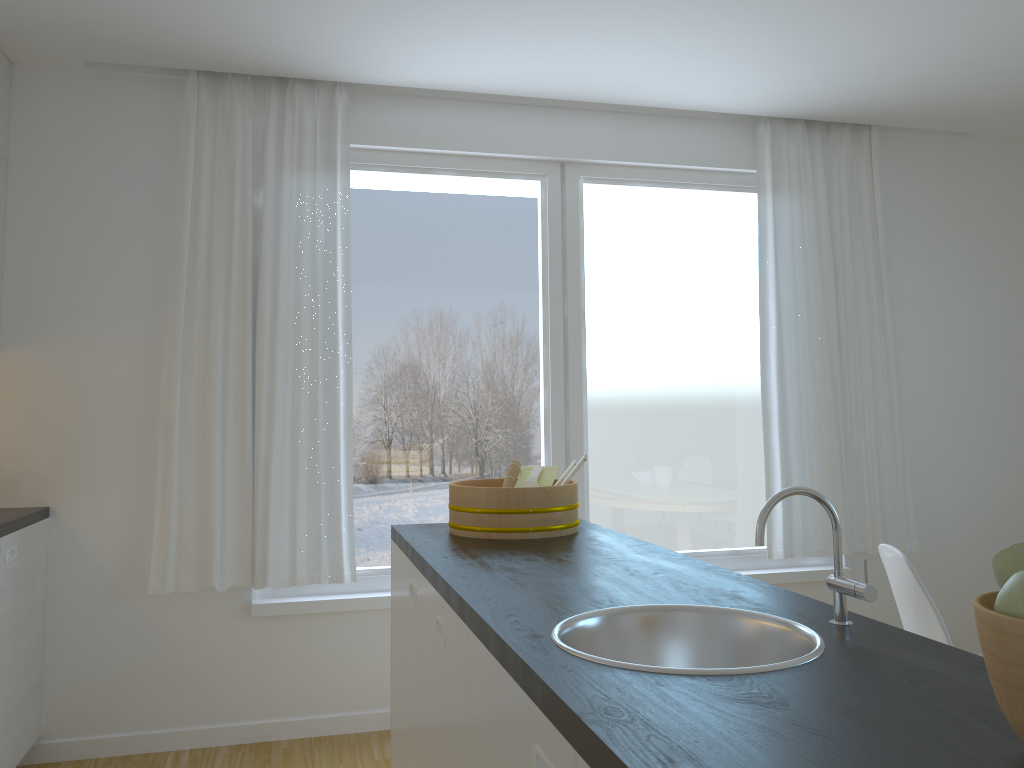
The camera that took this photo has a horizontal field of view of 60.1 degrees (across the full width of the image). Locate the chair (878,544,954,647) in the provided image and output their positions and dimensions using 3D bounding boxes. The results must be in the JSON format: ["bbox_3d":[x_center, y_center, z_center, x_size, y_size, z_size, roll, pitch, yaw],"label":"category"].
[{"bbox_3d":[1.340,0.908,2.455,0.523,0.907,0.427,-1,-5,6],"label":"chair"}]

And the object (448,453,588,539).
[{"bbox_3d":[0.011,0.320,2.604,0.378,0.215,0.428,-1,-3,14],"label":"object"}]

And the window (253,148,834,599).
[{"bbox_3d":[0.238,-0.080,4.098,2.726,1.929,0.088,0,-6,-14],"label":"window"}]

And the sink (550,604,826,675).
[{"bbox_3d":[0.259,0.452,1.323,0.403,0.158,0.403,-2,-3,27],"label":"sink"}]

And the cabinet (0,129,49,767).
[{"bbox_3d":[-1.628,0.115,1.848,0.481,2.313,3.187,1,-4,-14],"label":"cabinet"}]

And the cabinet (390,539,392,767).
[{"bbox_3d":[0.219,0.885,1.594,0.600,0.914,2.390,1,-3,-14],"label":"cabinet"}]

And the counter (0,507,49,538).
[{"bbox_3d":[-1.832,0.458,2.380,0.600,0.040,1.992,0,-2,-14],"label":"counter"}]

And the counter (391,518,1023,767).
[{"bbox_3d":[0.214,0.410,1.641,0.600,0.040,2.390,0,-2,-14],"label":"counter"}]

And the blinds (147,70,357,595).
[{"bbox_3d":[-1.024,-0.268,3.596,0.794,2.173,0.149,1,-6,-15],"label":"blinds"}]

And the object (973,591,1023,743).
[{"bbox_3d":[0.557,0.286,0.840,0.205,0.142,0.204,-3,-4,37],"label":"object"}]

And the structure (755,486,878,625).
[{"bbox_3d":[0.466,0.269,1.366,0.162,0.216,0.096,0,-5,-14],"label":"structure"}]

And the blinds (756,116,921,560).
[{"bbox_3d":[1.559,-0.272,4.252,0.795,2.173,0.149,1,-6,-14],"label":"blinds"}]

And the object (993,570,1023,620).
[{"bbox_3d":[0.509,0.224,0.845,0.086,0.099,0.101,-1,-4,7],"label":"object"}]

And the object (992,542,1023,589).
[{"bbox_3d":[0.542,0.197,0.915,0.077,0.072,0.073,-1,-4,11],"label":"object"}]
